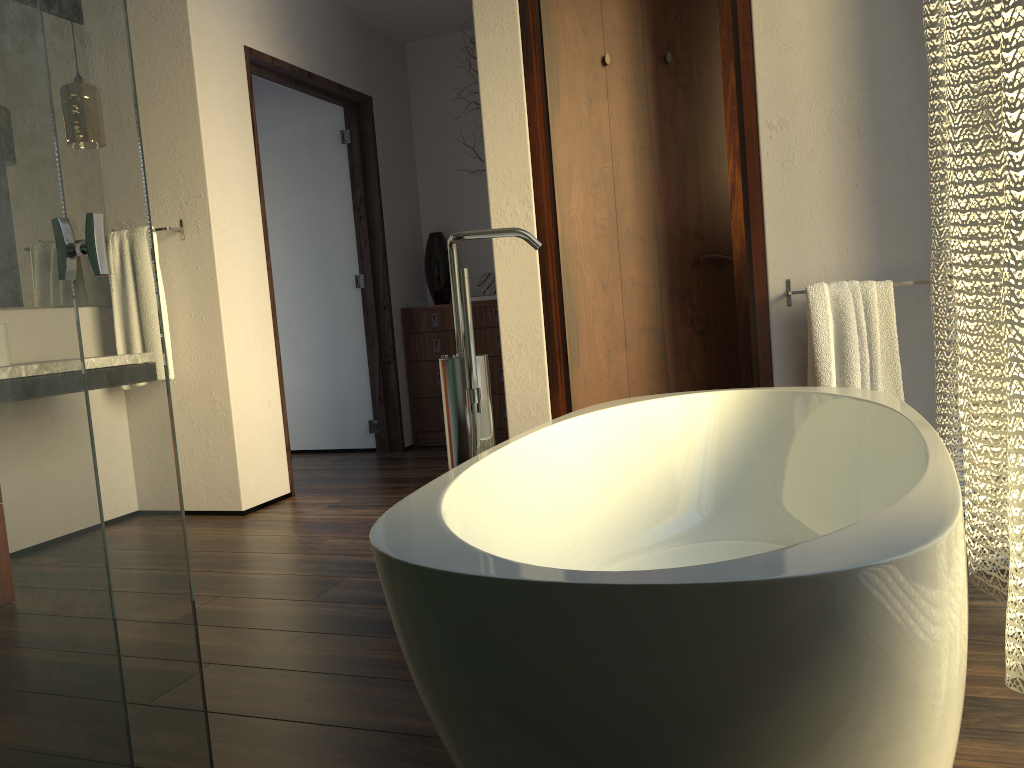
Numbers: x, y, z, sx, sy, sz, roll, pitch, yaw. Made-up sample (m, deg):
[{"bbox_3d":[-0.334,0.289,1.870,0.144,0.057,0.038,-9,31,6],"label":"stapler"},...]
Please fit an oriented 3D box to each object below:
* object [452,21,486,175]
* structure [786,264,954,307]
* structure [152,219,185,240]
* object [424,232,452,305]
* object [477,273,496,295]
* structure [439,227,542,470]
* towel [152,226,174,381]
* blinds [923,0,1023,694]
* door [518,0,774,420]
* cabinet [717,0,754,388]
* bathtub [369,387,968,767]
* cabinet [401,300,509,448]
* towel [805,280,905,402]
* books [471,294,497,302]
[{"bbox_3d":[0.021,-1.197,4.777,0.717,1.449,0.841,-7,5,-26],"label":"object"},{"bbox_3d":[1.047,-0.287,2.602,0.460,0.088,0.100,-3,5,22],"label":"structure"},{"bbox_3d":[-1.507,-0.606,3.581,0.375,0.088,0.100,-3,5,22],"label":"structure"},{"bbox_3d":[-0.422,-0.666,5.130,0.174,0.417,0.166,-2,6,34],"label":"object"},{"bbox_3d":[-0.133,-0.567,5.027,0.133,0.131,0.129,-3,5,17],"label":"object"},{"bbox_3d":[-0.079,0.145,1.826,0.240,0.897,0.282,-7,5,-29],"label":"structure"},{"bbox_3d":[-1.493,-0.303,3.544,0.264,0.636,0.157,-1,6,39],"label":"towel"},{"bbox_3d":[0.886,-0.657,1.548,0.184,2.336,2.090,-3,5,20],"label":"blinds"},{"bbox_3d":[0.505,-0.541,3.091,0.743,1.946,0.456,-3,5,21],"label":"door"},{"bbox_3d":[1.264,-0.905,4.116,1.508,2.363,0.352,-3,5,22],"label":"cabinet"},{"bbox_3d":[0.348,0.338,1.585,0.778,0.485,1.594,-3,5,20],"label":"bathtub"},{"bbox_3d":[0.009,-0.078,4.980,1.158,0.800,0.396,-3,5,22],"label":"cabinet"},{"bbox_3d":[1.013,0.014,2.618,0.262,0.637,0.154,-4,5,4],"label":"towel"},{"bbox_3d":[-0.079,-0.492,5.020,0.496,0.034,0.247,-5,5,-3],"label":"books"}]
